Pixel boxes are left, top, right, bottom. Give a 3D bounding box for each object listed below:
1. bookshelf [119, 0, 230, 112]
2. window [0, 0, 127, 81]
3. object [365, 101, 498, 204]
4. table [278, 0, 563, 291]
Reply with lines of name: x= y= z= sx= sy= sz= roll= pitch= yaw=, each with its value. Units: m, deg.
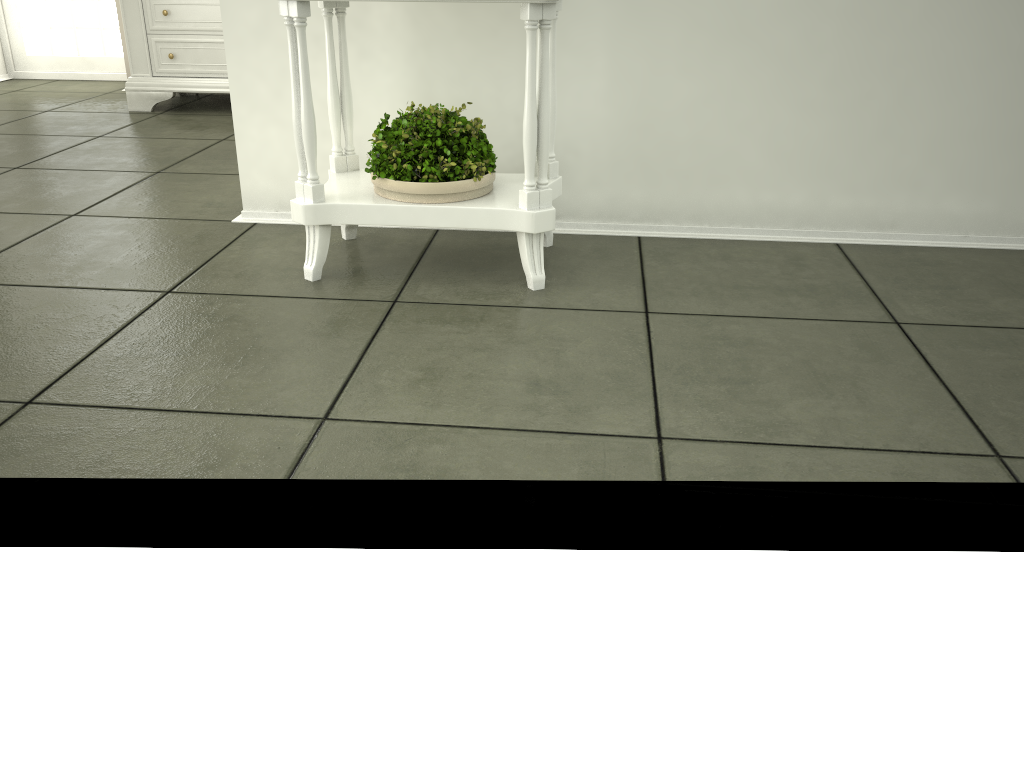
bookshelf: x=-1.445 y=-2.581 z=4.410 sx=1.150 sy=2.266 sz=0.646 roll=3 pitch=23 yaw=5
window: x=-2.747 y=-3.071 z=5.212 sx=1.000 sy=2.418 sz=0.060 roll=3 pitch=23 yaw=5
object: x=-0.213 y=-0.635 z=2.343 sx=0.346 sy=0.224 sz=0.387 roll=1 pitch=26 yaw=1
table: x=-0.213 y=-0.698 z=2.306 sx=0.698 sy=0.779 sz=0.447 roll=3 pitch=24 yaw=5
